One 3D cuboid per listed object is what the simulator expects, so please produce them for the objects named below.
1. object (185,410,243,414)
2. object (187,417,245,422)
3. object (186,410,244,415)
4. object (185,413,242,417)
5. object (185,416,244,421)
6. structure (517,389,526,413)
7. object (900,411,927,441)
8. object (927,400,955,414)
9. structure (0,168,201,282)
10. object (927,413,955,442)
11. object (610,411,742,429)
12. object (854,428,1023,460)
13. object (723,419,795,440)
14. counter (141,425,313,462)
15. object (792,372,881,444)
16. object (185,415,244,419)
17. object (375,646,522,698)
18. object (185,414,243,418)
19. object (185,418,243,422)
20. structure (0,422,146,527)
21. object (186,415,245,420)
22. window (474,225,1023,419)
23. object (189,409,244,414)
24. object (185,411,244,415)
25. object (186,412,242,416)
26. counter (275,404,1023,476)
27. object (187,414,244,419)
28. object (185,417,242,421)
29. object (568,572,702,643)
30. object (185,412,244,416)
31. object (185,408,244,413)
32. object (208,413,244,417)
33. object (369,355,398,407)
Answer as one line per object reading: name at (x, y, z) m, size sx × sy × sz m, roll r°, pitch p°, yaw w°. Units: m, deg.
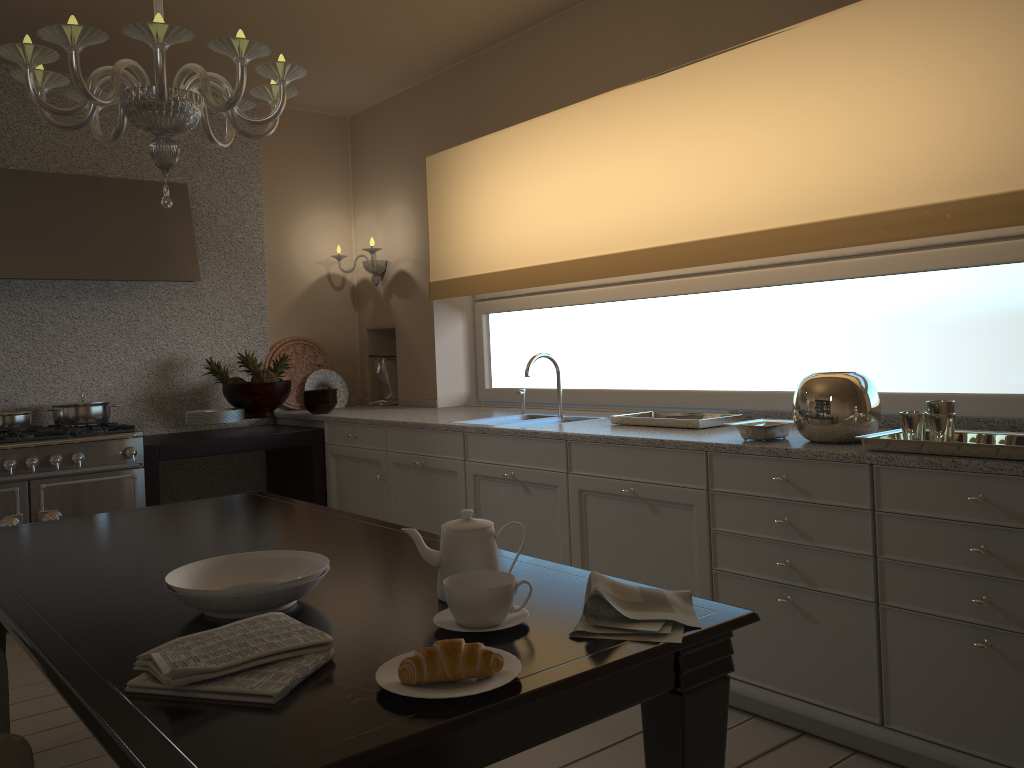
object at (-1.471, 0.141, 4.388) m, size 0.278 × 0.011 × 0.278 m, roll -1°, pitch 3°, yaw 39°
object at (-1.469, 0.178, 4.387) m, size 0.278 × 0.011 × 0.278 m, roll -1°, pitch 3°, yaw 39°
object at (-1.470, 0.144, 4.387) m, size 0.278 × 0.011 × 0.278 m, roll -1°, pitch 3°, yaw 39°
object at (-1.470, 0.155, 4.387) m, size 0.278 × 0.011 × 0.278 m, roll -1°, pitch 3°, yaw 39°
object at (-1.469, 0.172, 4.388) m, size 0.278 × 0.011 × 0.278 m, roll -1°, pitch 3°, yaw 39°
structure at (0.048, 0.092, 4.133) m, size 0.037 × 0.135 × 0.024 m, roll -3°, pitch 0°, yaw -39°
object at (1.016, 0.116, 2.240) m, size 0.063 × 0.090 × 0.063 m, roll -2°, pitch 1°, yaw 24°
object at (1.055, 0.087, 2.178) m, size 0.063 × 0.090 × 0.063 m, roll -2°, pitch 1°, yaw 24°
structure at (-2.348, -0.720, 4.070) m, size 1.663 × 0.510 × 0.479 m, roll -4°, pitch 2°, yaw -39°
object at (1.057, 0.117, 2.178) m, size 0.063 × 0.090 × 0.063 m, roll -2°, pitch 1°, yaw 24°
object at (0.594, 0.129, 3.245) m, size 0.241 × 0.030 × 0.429 m, roll -4°, pitch 3°, yaw -39°
object at (1.123, 0.146, 2.184) m, size 0.274 × 0.034 × 0.446 m, roll -4°, pitch 3°, yaw -39°
object at (0.752, 0.137, 2.634) m, size 0.197 × 0.048 × 0.153 m, roll -4°, pitch 3°, yaw -39°
counter at (-1.505, 0.292, 4.522) m, size 0.765 × 0.079 × 0.600 m, roll -4°, pitch 3°, yaw -39°
object at (0.920, 0.066, 2.516) m, size 0.235 × 0.195 × 0.235 m, roll -3°, pitch 1°, yaw -22°
object at (-1.471, 0.167, 4.388) m, size 0.278 × 0.011 × 0.278 m, roll -1°, pitch 3°, yaw 39°
object at (-0.084, 0.388, 1.185) m, size 0.194 × 0.014 × 0.194 m, roll -1°, pitch 2°, yaw 27°
object at (-1.471, 0.161, 4.389) m, size 0.278 × 0.011 × 0.278 m, roll -1°, pitch 3°, yaw 39°
object at (-1.469, 0.180, 4.388) m, size 0.278 × 0.011 × 0.278 m, roll -1°, pitch 3°, yaw 39°
structure at (-2.176, 0.611, 3.909) m, size 0.930 × 0.805 × 0.705 m, roll -3°, pitch 1°, yaw -39°
object at (-1.469, 0.169, 4.388) m, size 0.278 × 0.011 × 0.278 m, roll -1°, pitch 3°, yaw 39°
window at (0.905, -0.559, 3.607) m, size 0.047 × 1.353 × 3.565 m, roll -2°, pitch 2°, yaw -39°
object at (-1.471, 0.139, 4.388) m, size 0.278 × 0.011 × 0.278 m, roll -1°, pitch 3°, yaw 39°
object at (-1.471, 0.147, 4.388) m, size 0.278 × 0.011 × 0.278 m, roll -1°, pitch 3°, yaw 39°
object at (-1.470, 0.150, 4.388) m, size 0.278 × 0.011 × 0.278 m, roll -1°, pitch 3°, yaw 39°
counter at (0.174, 0.143, 3.651) m, size 0.653 × 0.068 × 4.237 m, roll -4°, pitch 3°, yaw -39°
object at (-1.470, 0.163, 4.388) m, size 0.278 × 0.011 × 0.278 m, roll -1°, pitch 3°, yaw 39°
object at (-1.470, 0.175, 4.388) m, size 0.278 × 0.011 × 0.278 m, roll -1°, pitch 3°, yaw 39°
object at (0.200, 0.343, 1.406) m, size 0.196 × 0.063 × 0.205 m, roll -2°, pitch 2°, yaw 14°
object at (-1.470, 0.152, 4.388) m, size 0.278 × 0.011 × 0.278 m, roll -1°, pitch 3°, yaw 39°
object at (-1.471, 0.135, 4.388) m, size 0.278 × 0.011 × 0.278 m, roll -1°, pitch 3°, yaw 39°
object at (-1.470, 0.158, 4.388) m, size 0.278 × 0.011 × 0.278 m, roll -1°, pitch 3°, yaw 39°
object at (-0.668, -0.030, 5.348) m, size 0.391 × 0.306 × 0.382 m, roll -4°, pitch 2°, yaw -39°
